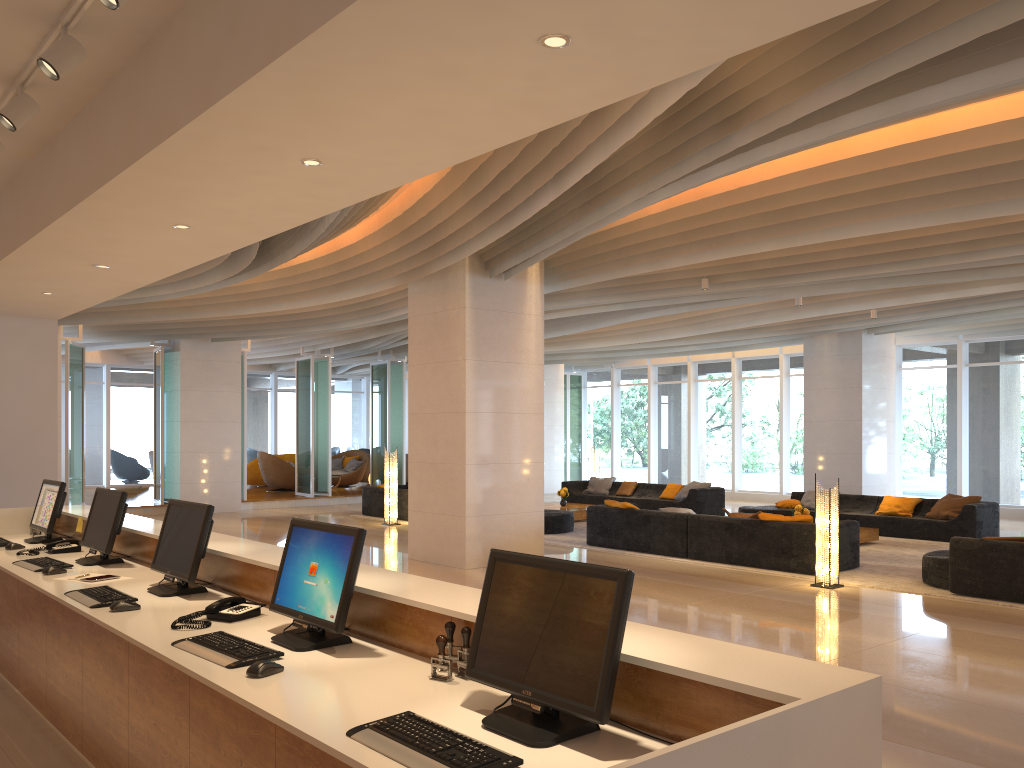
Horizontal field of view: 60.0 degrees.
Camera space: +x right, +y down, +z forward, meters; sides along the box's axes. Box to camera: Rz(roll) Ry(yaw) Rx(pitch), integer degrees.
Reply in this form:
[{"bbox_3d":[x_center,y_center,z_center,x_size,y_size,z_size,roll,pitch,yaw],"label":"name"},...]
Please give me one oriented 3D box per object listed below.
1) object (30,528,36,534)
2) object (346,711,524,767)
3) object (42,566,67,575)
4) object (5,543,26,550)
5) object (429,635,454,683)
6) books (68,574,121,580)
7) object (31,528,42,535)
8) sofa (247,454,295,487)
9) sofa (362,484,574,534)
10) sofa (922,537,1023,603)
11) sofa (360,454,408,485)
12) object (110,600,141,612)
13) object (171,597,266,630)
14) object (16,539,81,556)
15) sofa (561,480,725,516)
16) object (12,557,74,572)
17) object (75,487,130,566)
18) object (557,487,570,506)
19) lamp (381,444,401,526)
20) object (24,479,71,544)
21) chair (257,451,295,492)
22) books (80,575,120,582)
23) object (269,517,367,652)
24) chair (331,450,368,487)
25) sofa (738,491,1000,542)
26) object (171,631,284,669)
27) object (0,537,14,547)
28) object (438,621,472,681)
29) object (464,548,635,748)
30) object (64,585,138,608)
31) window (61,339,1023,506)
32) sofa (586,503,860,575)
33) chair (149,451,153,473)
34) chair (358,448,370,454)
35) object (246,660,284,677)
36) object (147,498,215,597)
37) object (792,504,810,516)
[{"bbox_3d":[-3.631,1.071,6.746,0.043,0.137,0.080,0,-1,15],"label":"object"},{"bbox_3d":[-0.197,0.860,2.107,0.197,0.031,0.466,3,-4,-40],"label":"object"},{"bbox_3d":[-2.477,1.005,4.800,0.070,0.042,0.123,-1,-3,29],"label":"object"},{"bbox_3d":[-3.271,1.065,5.839,0.070,0.042,0.122,-1,-3,19],"label":"object"},{"bbox_3d":[-0.216,0.839,2.720,0.078,0.137,0.044,-1,-1,34],"label":"object"},{"bbox_3d":[-2.187,1.014,4.647,0.188,0.009,0.164,-1,-4,21],"label":"books"},{"bbox_3d":[-3.585,1.057,6.685,0.042,0.158,0.080,0,-1,31],"label":"object"},{"bbox_3d":[-6.265,2.371,24.536,1.092,0.900,2.607,-2,-3,40],"label":"sofa"},{"bbox_3d":[-0.310,2.219,16.583,2.875,0.653,5.004,3,-4,-40],"label":"sofa"},{"bbox_3d":[5.203,1.810,8.842,1.379,0.576,2.215,2,-4,-40],"label":"sofa"},{"bbox_3d":[-3.389,2.401,25.054,2.548,0.901,1.117,0,-2,9],"label":"sofa"},{"bbox_3d":[-1.659,0.948,3.803,0.123,0.042,0.069,2,-3,-38],"label":"object"},{"bbox_3d":[-1.225,0.922,3.589,0.257,0.073,0.392,-2,-4,27],"label":"object"},{"bbox_3d":[-2.968,1.042,5.674,0.377,0.073,0.247,3,-4,-40],"label":"object"},{"bbox_3d":[2.622,2.356,18.350,0.958,0.582,3.714,2,-4,-40],"label":"sofa"},{"bbox_3d":[-2.694,1.031,5.083,0.197,0.031,0.466,3,-5,-44],"label":"object"},{"bbox_3d":[-2.382,0.842,5.272,0.360,0.435,0.527,1,-2,-40],"label":"object"},{"bbox_3d":[0.993,2.172,17.151,0.237,0.377,0.264,0,-1,-8],"label":"object"},{"bbox_3d":[-2.159,1.789,15.827,0.254,1.450,0.246,0,0,-40],"label":"lamp"},{"bbox_3d":[-3.252,0.901,6.301,0.360,0.435,0.527,1,-2,-40],"label":"object"},{"bbox_3d":[-5.807,2.195,22.387,1.154,1.005,1.495,1,-3,-32],"label":"chair"},{"bbox_3d":[-2.135,1.007,4.599,0.098,0.009,0.165,-2,-4,30],"label":"books"},{"bbox_3d":[-0.682,0.726,3.262,0.360,0.435,0.527,1,-2,-40],"label":"object"},{"bbox_3d":[-4.613,2.297,24.160,1.493,1.005,1.156,-2,-3,37],"label":"chair"},{"bbox_3d":[5.615,2.136,14.544,1.376,0.582,4.074,2,-4,-41],"label":"sofa"},{"bbox_3d":[-0.993,0.915,3.072,0.197,0.031,0.466,3,-5,-44],"label":"object"},{"bbox_3d":[-3.566,1.090,6.090,0.197,0.031,0.466,3,-4,-40],"label":"object"},{"bbox_3d":[-0.164,0.832,2.786,0.072,0.158,0.169,1,-2,-43],"label":"object"},{"bbox_3d":[0.117,0.671,2.318,0.360,0.435,0.527,1,-2,-40],"label":"object"},{"bbox_3d":[-1.891,0.973,4.068,0.197,0.031,0.466,3,-4,-40],"label":"object"},{"bbox_3d":[6.034,0.770,17.638,53.995,3.218,22.366,-1,-3,14],"label":"window"},{"bbox_3d":[2.592,1.969,11.645,0.958,0.582,3.714,2,-4,-40],"label":"sofa"},{"bbox_3d":[-8.668,2.215,22.726,1.134,1.005,1.522,0,-2,3],"label":"chair"},{"bbox_3d":[-4.070,2.458,26.940,1.119,1.005,1.543,-1,-3,33],"label":"chair"},{"bbox_3d":[-0.777,0.889,2.790,0.070,0.042,0.123,-1,-3,29],"label":"object"},{"bbox_3d":[-1.557,0.786,4.296,0.360,0.435,0.527,1,-2,-40],"label":"object"},{"bbox_3d":[4.197,1.926,12.899,0.238,0.377,0.263,0,-1,-18],"label":"object"}]
